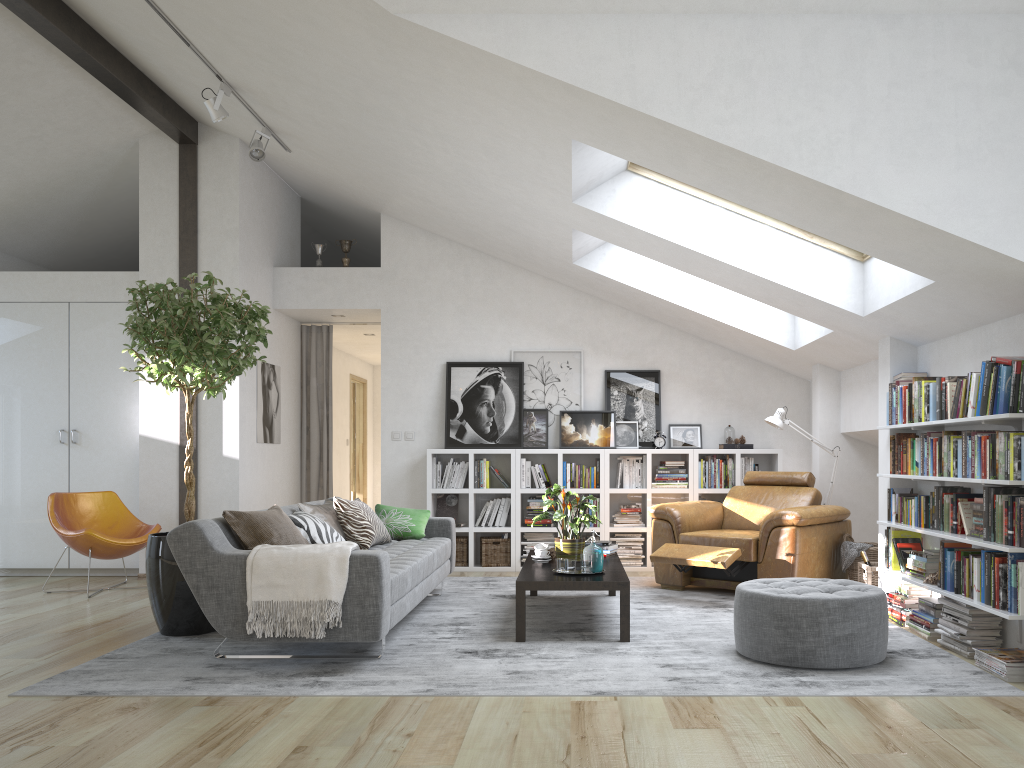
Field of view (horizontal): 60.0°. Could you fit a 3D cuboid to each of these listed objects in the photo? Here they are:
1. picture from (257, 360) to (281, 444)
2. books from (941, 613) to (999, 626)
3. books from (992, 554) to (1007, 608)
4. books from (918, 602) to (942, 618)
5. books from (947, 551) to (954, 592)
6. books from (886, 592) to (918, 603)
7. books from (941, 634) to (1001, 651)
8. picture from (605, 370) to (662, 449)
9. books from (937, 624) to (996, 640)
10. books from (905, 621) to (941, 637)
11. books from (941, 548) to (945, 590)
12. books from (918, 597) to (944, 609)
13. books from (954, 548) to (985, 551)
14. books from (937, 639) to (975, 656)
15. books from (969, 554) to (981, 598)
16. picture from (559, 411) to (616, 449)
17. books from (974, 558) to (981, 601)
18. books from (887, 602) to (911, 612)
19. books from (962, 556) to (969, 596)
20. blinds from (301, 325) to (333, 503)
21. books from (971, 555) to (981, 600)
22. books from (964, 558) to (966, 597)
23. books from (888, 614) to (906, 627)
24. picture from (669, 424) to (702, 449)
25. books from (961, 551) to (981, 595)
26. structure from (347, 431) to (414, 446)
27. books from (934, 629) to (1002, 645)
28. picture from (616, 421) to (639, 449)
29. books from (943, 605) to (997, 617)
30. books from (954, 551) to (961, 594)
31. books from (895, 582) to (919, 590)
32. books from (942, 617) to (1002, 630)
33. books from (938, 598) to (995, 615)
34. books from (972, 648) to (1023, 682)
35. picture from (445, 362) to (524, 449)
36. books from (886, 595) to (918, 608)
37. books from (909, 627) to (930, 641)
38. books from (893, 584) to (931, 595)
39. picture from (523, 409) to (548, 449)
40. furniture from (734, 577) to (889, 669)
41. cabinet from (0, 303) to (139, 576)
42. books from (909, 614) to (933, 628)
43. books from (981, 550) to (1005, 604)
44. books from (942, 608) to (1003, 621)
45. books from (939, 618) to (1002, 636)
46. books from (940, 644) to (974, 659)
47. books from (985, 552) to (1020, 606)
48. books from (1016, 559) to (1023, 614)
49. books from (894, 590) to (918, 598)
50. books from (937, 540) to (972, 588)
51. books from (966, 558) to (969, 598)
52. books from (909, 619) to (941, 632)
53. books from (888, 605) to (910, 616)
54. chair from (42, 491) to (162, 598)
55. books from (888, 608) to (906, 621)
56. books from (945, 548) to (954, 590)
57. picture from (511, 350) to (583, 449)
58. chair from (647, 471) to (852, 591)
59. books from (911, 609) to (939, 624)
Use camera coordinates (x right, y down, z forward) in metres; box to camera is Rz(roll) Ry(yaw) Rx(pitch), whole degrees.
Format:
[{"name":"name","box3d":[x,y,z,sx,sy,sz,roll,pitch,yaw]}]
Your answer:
[{"name":"picture","box3d":[-2.131,0.170,7.792,0.008,0.700,0.603,0,-2,4]},{"name":"books","box3d":[2.296,1.182,4.460,0.154,0.012,0.316,0,-5,3]},{"name":"books","box3d":[2.229,0.884,3.980,0.148,0.241,0.021,0,0,0]},{"name":"books","box3d":[2.349,1.237,4.861,0.155,0.046,0.291,-1,-5,8]},{"name":"books","box3d":[2.274,0.945,4.476,0.147,0.202,0.038,0,0,0]},{"name":"books","box3d":[2.366,1.268,5.278,0.179,0.020,0.296,0,-5,3]},{"name":"books","box3d":[2.299,1.297,4.453,0.168,0.021,0.302,0,-5,3]},{"name":"picture","box3d":[1.067,0.223,7.820,0.493,0.702,0.156,0,0,0]},{"name":"books","box3d":[2.279,1.243,4.455,0.175,0.016,0.325,-1,-5,7]},{"name":"books","box3d":[2.341,1.344,4.883,0.224,0.026,0.348,0,-5,3]},{"name":"books","box3d":[2.275,0.945,4.538,0.154,0.213,0.029,0,0,0]},{"name":"books","box3d":[2.348,1.201,4.870,0.141,0.030,0.248,0,-5,3]},{"name":"books","box3d":[2.291,0.933,4.431,0.152,0.219,0.051,0,0,0]},{"name":"books","box3d":[2.294,1.319,4.453,0.177,0.016,0.321,0,-5,-1]},{"name":"books","box3d":[2.266,0.923,4.260,0.135,0.211,0.022,0,0,0]},{"name":"picture","box3d":[0.660,0.399,7.736,0.493,0.340,0.146,0,-1,0]},{"name":"books","box3d":[2.256,0.921,4.181,0.147,0.202,0.038,0,0,0]},{"name":"books","box3d":[2.348,1.311,5.251,0.155,0.022,0.267,1,-5,-10]},{"name":"books","box3d":[2.273,0.937,4.332,0.141,0.195,0.031,0,0,0]},{"name":"blinds","box3d":[-2.152,0.556,8.728,0.826,2.270,0.139,0,0,-2]},{"name":"books","box3d":[2.262,0.922,4.224,0.144,0.207,0.048,0,0,0]},{"name":"books","box3d":[2.264,0.938,4.304,0.136,0.188,0.022,0,0,0]},{"name":"books","box3d":[2.360,1.397,5.254,0.186,0.032,0.315,-1,-5,7]},{"name":"picture","box3d":[1.537,0.468,7.860,0.289,0.224,0.079,0,-1,0]},{"name":"books","box3d":[2.287,0.930,4.362,0.154,0.213,0.029,0,0,0]},{"name":"structure","box3d":[-1.563,0.601,9.573,0.187,0.080,3.652,1,-5,-19]},{"name":"books","box3d":[2.282,1.260,4.442,0.179,0.016,0.323,0,-5,-6]},{"name":"picture","box3d":[0.966,0.447,7.747,0.271,0.244,0.086,0,-1,0]},{"name":"books","box3d":[2.300,1.133,4.441,0.156,0.013,0.283,0,-5,-1]},{"name":"books","box3d":[2.269,0.932,4.391,0.154,0.213,0.029,0,0,0]},{"name":"books","box3d":[2.398,1.206,5.310,0.133,0.017,0.222,0,-5,3]},{"name":"books","box3d":[2.306,1.195,4.449,0.157,0.012,0.284,0,-5,-6]},{"name":"books","box3d":[2.296,1.113,4.456,0.170,0.025,0.366,0,-5,3]},{"name":"books","box3d":[2.266,1.265,4.009,0.237,0.088,0.318,0,-4,2]},{"name":"picture","box3d":[-0.241,0.187,7.807,0.686,0.775,0.130,0,0,0]},{"name":"books","box3d":[2.350,1.290,5.268,0.190,0.024,0.336,0,-5,-1]},{"name":"books","box3d":[2.340,1.369,4.876,0.215,0.029,0.340,-1,-5,7]},{"name":"books","box3d":[2.395,1.230,5.318,0.145,0.029,0.238,0,-5,3]},{"name":"picture","box3d":[0.159,0.394,7.796,0.319,0.356,0.075,0,0,0]},{"name":"furniture","box3d":[1.466,1.159,4.376,0.749,0.356,0.724,1,-4,-15]},{"name":"cabinet","box3d":[-3.839,0.457,7.263,1.737,2.241,0.124,0,0,0]},{"name":"books","box3d":[2.327,1.300,4.875,0.182,0.026,0.293,0,-5,3]},{"name":"books","box3d":[2.256,0.894,4.116,0.148,0.245,0.044,0,0,0]},{"name":"books","box3d":[2.299,1.150,4.438,0.163,0.018,0.293,0,-5,-1]},{"name":"books","box3d":[2.296,1.220,4.457,0.174,0.028,0.327,0,-5,3]},{"name":"books","box3d":[2.308,1.338,4.467,0.176,0.016,0.319,0,-5,3]},{"name":"books","box3d":[2.256,0.892,4.065,0.167,0.239,0.055,0,0,0]},{"name":"books","box3d":[2.258,0.875,3.824,0.158,0.236,0.037,0,0,1]},{"name":"books","box3d":[2.395,1.253,5.310,0.133,0.017,0.222,0,-5,3]},{"name":"books","box3d":[2.288,0.933,4.591,0.148,0.248,0.086,0,-1,1]},{"name":"books","box3d":[2.260,0.936,4.282,0.136,0.188,0.023,0,0,0]},{"name":"books","box3d":[2.323,1.322,4.866,0.185,0.019,0.287,0,-5,3]},{"name":"books","box3d":[2.350,1.335,5.253,0.151,0.024,0.298,0,-5,3]},{"name":"chair","box3d":[-3.018,1.160,6.558,0.675,0.722,0.697,-1,-3,32]},{"name":"books","box3d":[2.350,1.365,5.261,0.160,0.037,0.278,0,-5,-1]},{"name":"books","box3d":[2.282,0.942,4.510,0.154,0.213,0.029,0,0,0]},{"name":"picture","box3d":[0.313,0.135,7.851,0.637,0.884,0.093,0,0,0]},{"name":"chair","box3d":[1.646,1.075,6.434,1.254,0.868,1.463,-3,-5,42]},{"name":"books","box3d":[2.331,1.272,4.862,0.171,0.029,0.304,0,-5,3]}]
